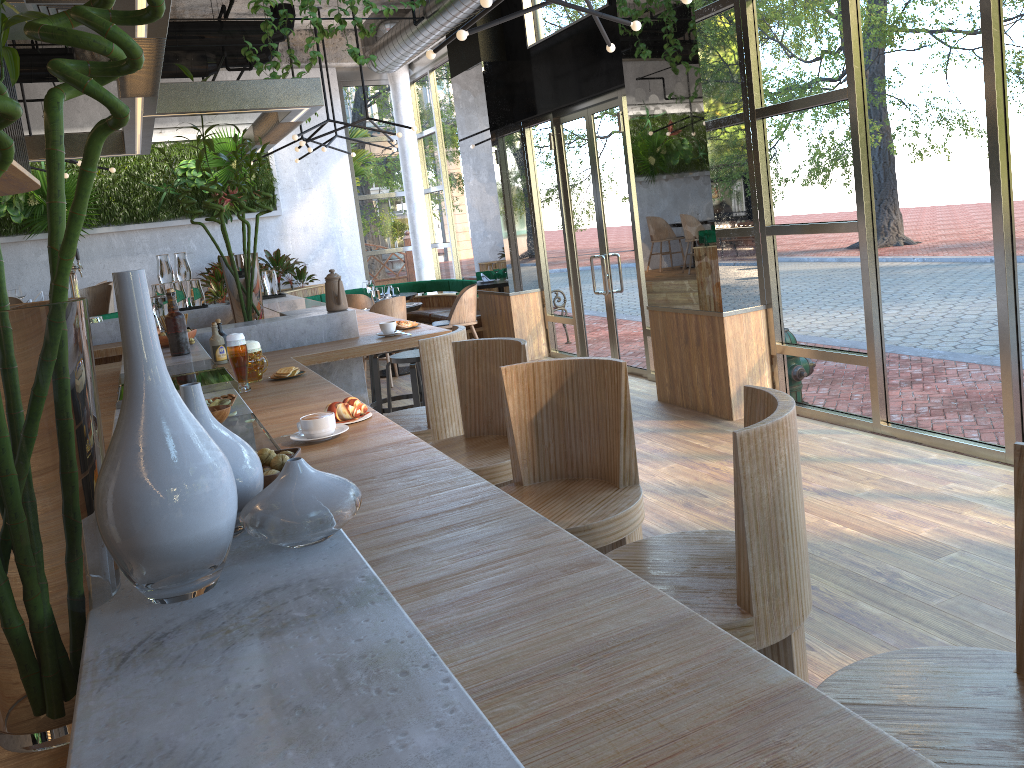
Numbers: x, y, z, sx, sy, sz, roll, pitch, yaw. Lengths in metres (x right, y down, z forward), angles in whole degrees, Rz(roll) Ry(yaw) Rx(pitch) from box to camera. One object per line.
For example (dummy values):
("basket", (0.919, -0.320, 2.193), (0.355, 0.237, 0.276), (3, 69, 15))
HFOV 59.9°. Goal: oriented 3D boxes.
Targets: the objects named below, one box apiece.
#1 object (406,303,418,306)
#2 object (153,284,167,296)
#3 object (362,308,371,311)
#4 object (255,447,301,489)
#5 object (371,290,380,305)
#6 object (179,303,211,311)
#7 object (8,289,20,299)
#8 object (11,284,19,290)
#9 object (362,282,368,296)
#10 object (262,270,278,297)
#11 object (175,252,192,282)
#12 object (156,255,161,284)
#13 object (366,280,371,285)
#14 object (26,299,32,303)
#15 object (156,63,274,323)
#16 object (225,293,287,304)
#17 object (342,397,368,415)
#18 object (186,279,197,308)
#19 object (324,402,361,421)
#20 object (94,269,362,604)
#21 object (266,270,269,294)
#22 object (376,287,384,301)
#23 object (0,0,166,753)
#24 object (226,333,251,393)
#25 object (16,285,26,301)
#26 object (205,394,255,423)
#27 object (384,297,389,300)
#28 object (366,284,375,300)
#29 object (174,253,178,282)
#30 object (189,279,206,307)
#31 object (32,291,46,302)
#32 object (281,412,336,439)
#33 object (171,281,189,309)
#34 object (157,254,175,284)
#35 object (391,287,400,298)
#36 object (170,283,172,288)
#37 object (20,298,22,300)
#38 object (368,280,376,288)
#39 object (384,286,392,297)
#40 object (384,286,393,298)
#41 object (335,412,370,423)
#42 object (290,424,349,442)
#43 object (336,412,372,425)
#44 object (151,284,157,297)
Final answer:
("object", (-1.200, -0.890, 9.990), (0.247, 0.019, 0.164), (-3, 11, 20))
("object", (-2.541, -0.619, 6.437), (0.111, 0.207, 0.101), (-13, 10, -38))
("object", (-1.680, -0.827, 9.949), (0.269, 0.019, 0.150), (-15, 13, -38))
("object", (-0.425, 0.157, 1.416), (0.196, 0.072, 0.225), (-7, 10, -3))
("object", (-1.523, -0.947, 9.978), (0.110, 0.207, 0.102), (-10, 8, -24))
("object", (-2.460, -0.549, 6.535), (0.456, 0.018, 0.264), (-11, 12, -24))
("object", (-4.749, -0.552, 6.495), (0.108, 0.497, 6.007), (-8, 11, -9))
("object", (-5.806, -1.042, 10.412), (0.098, 0.242, 0.088), (-13, 10, -40))
("object", (-1.937, -1.252, 11.842), (0.104, 0.207, 0.108), (-6, 8, 11))
("object", (-1.847, -0.763, 6.790), (0.107, 0.207, 0.104), (-8, 8, -9))
("object", (-2.409, -0.857, 6.498), (0.111, 0.207, 0.101), (-13, 10, -38))
("object", (-2.560, -0.847, 6.534), (0.111, 0.207, 0.101), (-13, 10, -38))
("object", (-1.869, -1.250, 11.694), (0.098, 0.242, 0.088), (-13, 10, -40))
("object", (-4.395, -0.684, 7.982), (0.234, 0.137, 0.234), (-7, 10, -1))
("object", (-1.582, -0.975, 4.962), (0.697, 1.534, 0.570), (-10, 8, -19))
("object", (-1.951, -0.652, 6.779), (0.456, 0.018, 0.264), (-11, 12, -24))
("object", (-0.487, 0.071, 2.745), (0.063, 0.058, 0.071), (-13, 11, -33))
("object", (-2.375, -0.674, 6.624), (0.110, 0.207, 0.101), (-11, 9, -29))
("object", (-0.530, 0.082, 2.709), (0.125, 0.059, 0.073), (0, 12, 35))
("object", (-0.415, 0.044, 1.153), (0.308, 0.393, 0.331), (-3, 9, 25))
("object", (-1.876, -0.778, 6.891), (0.107, 0.207, 0.104), (-8, 8, -9))
("object", (-1.463, -0.954, 9.881), (0.097, 0.242, 0.089), (-11, 8, -29))
("object", (-0.628, -0.344, 1.045), (0.659, 1.534, 0.603), (-5, 8, 15))
("object", (-1.062, -0.084, 3.459), (0.074, 0.230, 0.076), (-6, 7, 9))
("object", (-5.259, -0.936, 9.524), (0.098, 0.242, 0.088), (-13, 10, -40))
("object", (-0.687, 0.054, 1.955), (0.218, 0.133, 0.785), (-9, 11, -15))
("object", (-1.468, -0.961, 10.232), (0.233, 0.137, 0.235), (-6, 10, 2))
("object", (-1.794, -1.166, 11.301), (0.104, 0.207, 0.108), (-6, 8, 11))
("object", (-2.447, -0.868, 6.576), (0.111, 0.207, 0.101), (-13, 10, -38))
("object", (-2.321, -0.662, 6.532), (0.110, 0.207, 0.101), (-11, 9, -29))
("object", (-5.580, -1.009, 10.417), (0.246, 0.137, 0.222), (-15, 12, -39))
("object", (-0.565, 0.121, 2.494), (0.106, 0.063, 0.139), (3, 14, 45))
("object", (-2.432, -0.642, 6.491), (0.111, 0.207, 0.101), (-13, 10, -38))
("object", (-2.513, -0.834, 6.437), (0.111, 0.207, 0.101), (-13, 10, -38))
("object", (-1.328, -0.994, 10.109), (0.103, 0.207, 0.109), (-5, 8, 16))
("object", (-2.479, -0.654, 6.584), (0.111, 0.207, 0.101), (-13, 10, -38))
("object", (-5.096, -0.619, 7.054), (0.108, 0.497, 7.351), (-9, 11, -11))
("object", (-1.801, -1.211, 11.448), (0.098, 0.242, 0.088), (-13, 10, -40))
("object", (-1.643, -1.218, 11.699), (0.246, 0.137, 0.222), (-15, 12, -39))
("object", (-1.377, -0.977, 9.949), (0.088, 0.242, 0.097), (-2, 9, 34))
("object", (-0.515, 0.105, 2.726), (0.120, 0.005, 0.124), (-4, 11, 15))
("object", (-0.542, 0.145, 2.506), (0.168, 0.020, 0.155), (-12, 12, -26))
("object", (-0.514, 0.108, 2.722), (0.171, 0.005, 0.165), (-9, 11, -12))
("object", (-2.595, -0.632, 6.536), (0.111, 0.207, 0.101), (-13, 10, -38))
